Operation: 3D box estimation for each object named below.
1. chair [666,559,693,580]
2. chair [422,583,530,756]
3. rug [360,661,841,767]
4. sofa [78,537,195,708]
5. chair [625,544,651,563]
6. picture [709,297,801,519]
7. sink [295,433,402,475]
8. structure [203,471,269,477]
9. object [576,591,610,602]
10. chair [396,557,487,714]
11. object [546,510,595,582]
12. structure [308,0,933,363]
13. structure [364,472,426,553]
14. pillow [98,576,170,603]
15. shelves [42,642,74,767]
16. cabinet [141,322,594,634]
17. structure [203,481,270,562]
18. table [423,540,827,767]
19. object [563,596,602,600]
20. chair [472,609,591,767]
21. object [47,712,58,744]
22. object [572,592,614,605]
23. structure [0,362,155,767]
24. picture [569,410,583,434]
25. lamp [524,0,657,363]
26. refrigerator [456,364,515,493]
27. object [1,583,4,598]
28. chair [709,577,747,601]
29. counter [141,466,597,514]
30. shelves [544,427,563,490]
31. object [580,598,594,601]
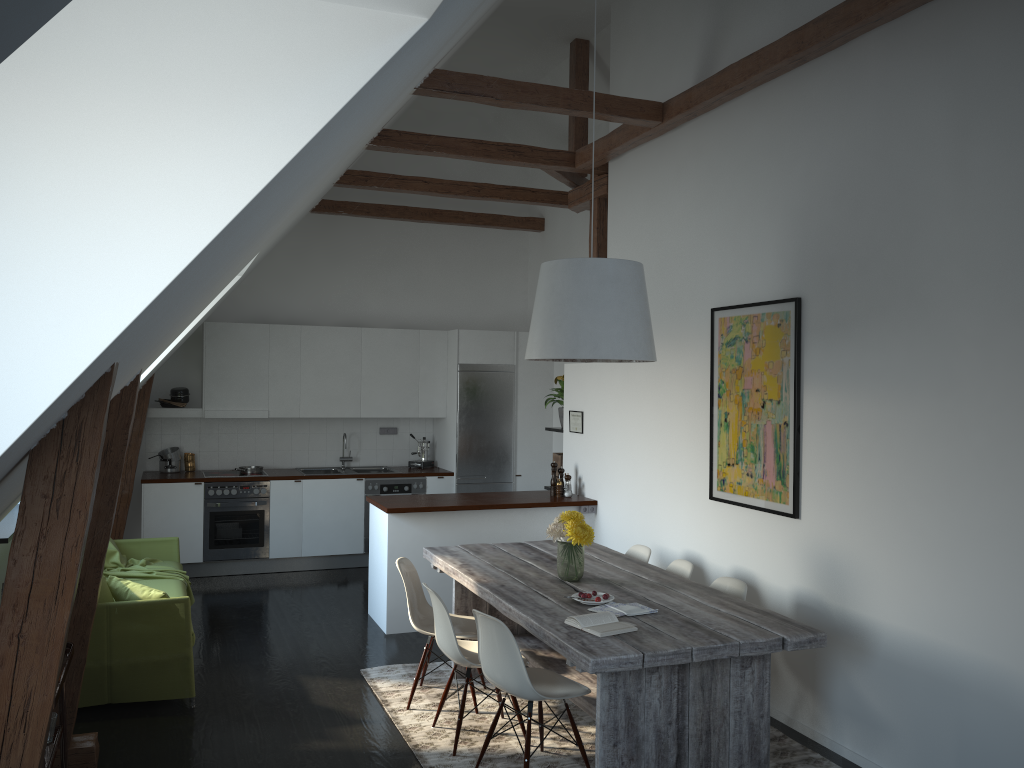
[{"bbox_3d":[0.764,1.432,5.121,0.542,0.801,0.465,1,0,-15],"label":"chair"},{"bbox_3d":[-0.192,1.418,4.555,0.542,0.801,0.465,1,0,-20],"label":"chair"},{"bbox_3d":[0.400,1.819,4.687,1.898,0.022,2.677,1,0,-21],"label":"rug"},{"bbox_3d":[-2.567,1.370,5.732,0.898,0.825,2.093,1,0,-22],"label":"sofa"},{"bbox_3d":[0.593,1.428,5.563,0.542,0.801,0.465,1,0,-20],"label":"chair"},{"bbox_3d":[1.380,0.126,5.104,0.036,1.181,0.808,1,0,-21],"label":"picture"},{"bbox_3d":[-1.656,0.766,8.965,0.963,0.519,0.671,1,0,-21],"label":"sink"},{"bbox_3d":[-2.655,0.878,8.499,0.574,0.041,0.504,1,0,-21],"label":"structure"},{"bbox_3d":[0.397,1.020,4.265,0.144,0.034,0.132,1,0,41],"label":"object"},{"bbox_3d":[-0.398,1.414,5.094,0.542,0.801,0.465,1,0,5],"label":"chair"},{"bbox_3d":[0.316,0.858,4.721,0.293,0.365,0.233,1,0,40],"label":"object"},{"bbox_3d":[3.820,-1.879,2.563,10.230,3.562,15.910,1,0,-16],"label":"structure"},{"bbox_3d":[-1.238,1.286,8.975,0.612,0.725,0.582,1,0,-21],"label":"structure"},{"bbox_3d":[-2.192,1.181,5.052,0.600,0.387,0.475,1,0,-24],"label":"pillow"},{"bbox_3d":[-1.866,1.429,3.261,0.438,0.732,0.803,1,0,-25],"label":"shelves"},{"bbox_3d":[-1.058,0.625,7.957,4.208,2.369,3.033,1,0,-21],"label":"cabinet"},{"bbox_3d":[-2.663,1.269,8.514,0.583,0.725,0.749,1,0,-21],"label":"structure"},{"bbox_3d":[0.387,1.433,4.700,1.141,0.788,2.421,1,0,-21],"label":"table"},{"bbox_3d":[0.339,1.021,4.225,0.194,0.022,0.019,1,0,-6],"label":"object"},{"bbox_3d":[0.080,1.422,4.102,0.542,0.801,0.465,1,0,-35],"label":"chair"},{"bbox_3d":[-1.822,1.344,3.452,0.092,0.099,0.092,1,0,-44],"label":"object"},{"bbox_3d":[0.388,1.032,4.251,0.205,0.024,0.205,1,0,-29],"label":"object"},{"bbox_3d":[-1.558,0.833,2.291,1.023,1.963,12.350,1,0,-21],"label":"structure"},{"bbox_3d":[0.531,0.313,7.319,0.023,0.182,0.250,1,0,-21],"label":"picture"},{"bbox_3d":[0.451,-1.528,4.724,0.697,2.813,0.757,1,0,29],"label":"lamp"},{"bbox_3d":[-0.275,0.732,9.066,0.609,1.868,0.031,1,0,-21],"label":"refrigerator"},{"bbox_3d":[-1.925,0.920,3.367,0.080,0.329,0.080,1,0,-31],"label":"object"},{"bbox_3d":[0.947,1.435,4.617,0.542,0.801,0.465,1,0,-25],"label":"chair"},{"bbox_3d":[-1.455,0.900,7.778,3.365,0.038,3.085,1,0,-21],"label":"counter"},{"bbox_3d":[0.673,0.670,7.867,0.660,0.553,0.408,1,0,-21],"label":"shelves"},{"bbox_3d":[0.373,1.028,4.244,0.110,0.011,0.058,1,0,-17],"label":"object"}]
